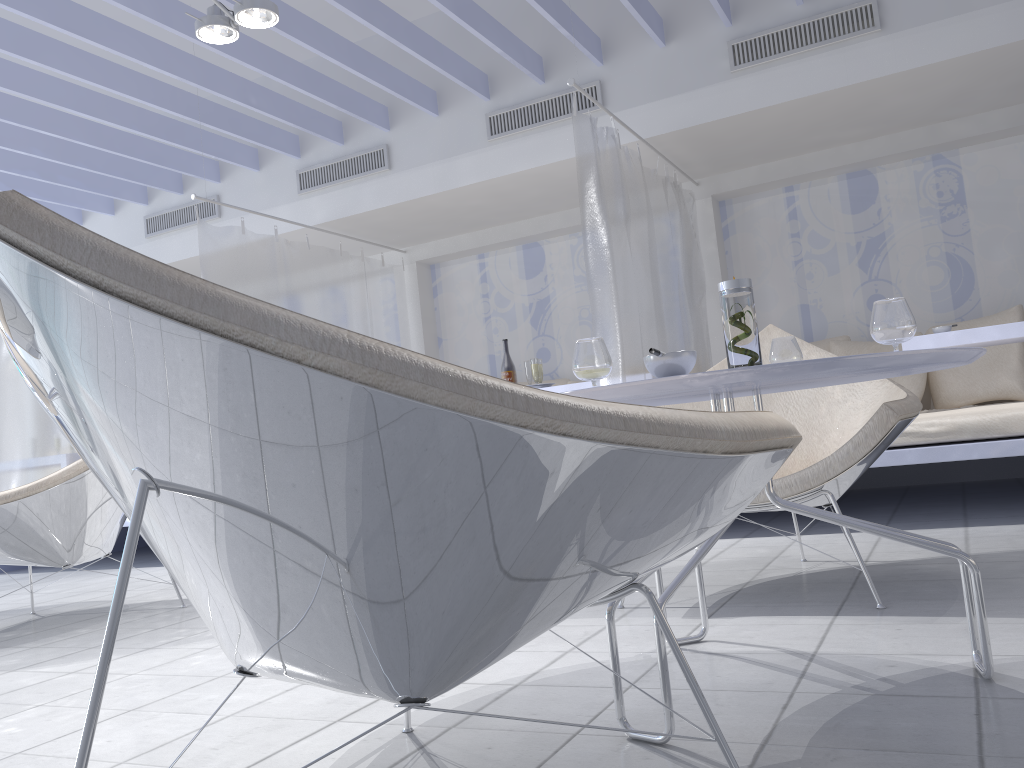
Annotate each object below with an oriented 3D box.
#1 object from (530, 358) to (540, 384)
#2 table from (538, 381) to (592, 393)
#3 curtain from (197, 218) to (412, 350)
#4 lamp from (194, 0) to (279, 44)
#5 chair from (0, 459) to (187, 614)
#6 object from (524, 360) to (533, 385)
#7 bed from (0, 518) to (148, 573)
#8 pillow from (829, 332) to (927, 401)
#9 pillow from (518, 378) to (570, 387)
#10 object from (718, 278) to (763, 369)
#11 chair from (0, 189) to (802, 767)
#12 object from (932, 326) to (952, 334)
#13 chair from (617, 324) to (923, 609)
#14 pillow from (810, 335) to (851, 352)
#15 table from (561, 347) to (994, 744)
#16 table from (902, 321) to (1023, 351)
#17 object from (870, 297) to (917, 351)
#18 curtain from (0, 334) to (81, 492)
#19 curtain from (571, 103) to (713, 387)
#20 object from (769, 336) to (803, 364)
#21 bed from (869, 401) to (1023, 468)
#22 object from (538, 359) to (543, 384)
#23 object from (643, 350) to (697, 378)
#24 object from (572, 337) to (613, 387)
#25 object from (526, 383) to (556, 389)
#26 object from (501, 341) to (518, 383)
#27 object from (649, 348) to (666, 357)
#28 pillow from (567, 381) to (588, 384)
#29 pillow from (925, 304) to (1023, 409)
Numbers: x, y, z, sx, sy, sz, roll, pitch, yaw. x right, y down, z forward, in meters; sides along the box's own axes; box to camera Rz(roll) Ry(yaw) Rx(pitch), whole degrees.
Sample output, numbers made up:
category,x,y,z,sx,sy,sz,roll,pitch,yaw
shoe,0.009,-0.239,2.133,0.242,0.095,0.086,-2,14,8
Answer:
category,x,y,z,sx,sy,sz,roll,pitch,yaw
object,0.132,-0.054,4.922,0.059,0.174,0.059,-6,-4,-6
table,0.343,0.237,4.837,1.065,0.450,0.416,-8,-4,26
curtain,-1.156,-0.115,5.575,0.125,1.559,1.998,-8,-4,25
lamp,-1.202,-1.536,3.360,0.380,0.218,0.587,-8,-4,26
chair,-1.613,0.485,3.276,0.753,0.759,0.906,-6,-4,-3
object,0.098,-0.044,5.011,0.059,0.174,0.059,-6,-4,-6
bed,-2.043,0.890,6.016,2.200,0.427,2.016,-8,-4,26
pillow,2.036,-0.042,4.959,0.528,0.482,0.307,-9,-5,31
pillow,0.158,0.206,5.962,0.537,0.527,0.233,-7,-4,6
object,0.422,-0.097,1.635,0.075,0.185,0.075,-5,-4,-11
chair,-0.217,0.180,1.067,0.906,0.759,0.753,-10,-6,44
object,1.977,-0.241,4.076,0.082,0.043,0.082,-5,-4,-12
chair,0.700,0.183,2.523,0.906,0.759,0.753,-8,-5,30
pillow,1.772,-0.011,5.192,0.572,0.510,0.231,-8,-4,26
table,0.423,0.261,1.585,0.823,0.534,0.825,-6,-4,3
table,2.308,-0.043,3.852,1.065,0.450,0.416,-8,-4,26
object,0.597,-0.087,1.388,0.068,0.091,0.068,-7,-4,16
curtain,-3.144,0.145,6.526,0.151,1.552,2.050,-8,-4,26
curtain,0.774,-0.414,4.563,0.151,1.552,2.050,-8,-4,26
object,0.573,-0.051,1.853,0.068,0.091,0.068,-7,-4,16
bed,1.874,0.331,4.054,2.200,0.427,2.016,-8,-4,26
object,0.156,-0.053,4.982,0.059,0.174,0.059,-6,-4,-6
object,0.248,-0.025,1.378,0.082,0.043,0.082,-8,-4,28
object,0.135,-0.030,1.488,0.068,0.091,0.068,-7,-4,16
object,0.049,0.037,4.994,0.429,0.031,0.275,-8,-5,28
object,-0.023,-0.103,5.047,0.092,0.302,0.092,-6,-4,-6
object,0.227,-0.045,1.354,0.012,0.016,0.098,-8,-4,26
pillow,0.584,0.165,5.686,0.528,0.482,0.307,-8,-4,22
pillow,2.506,-0.129,4.785,0.233,0.527,0.537,-2,-5,-43
